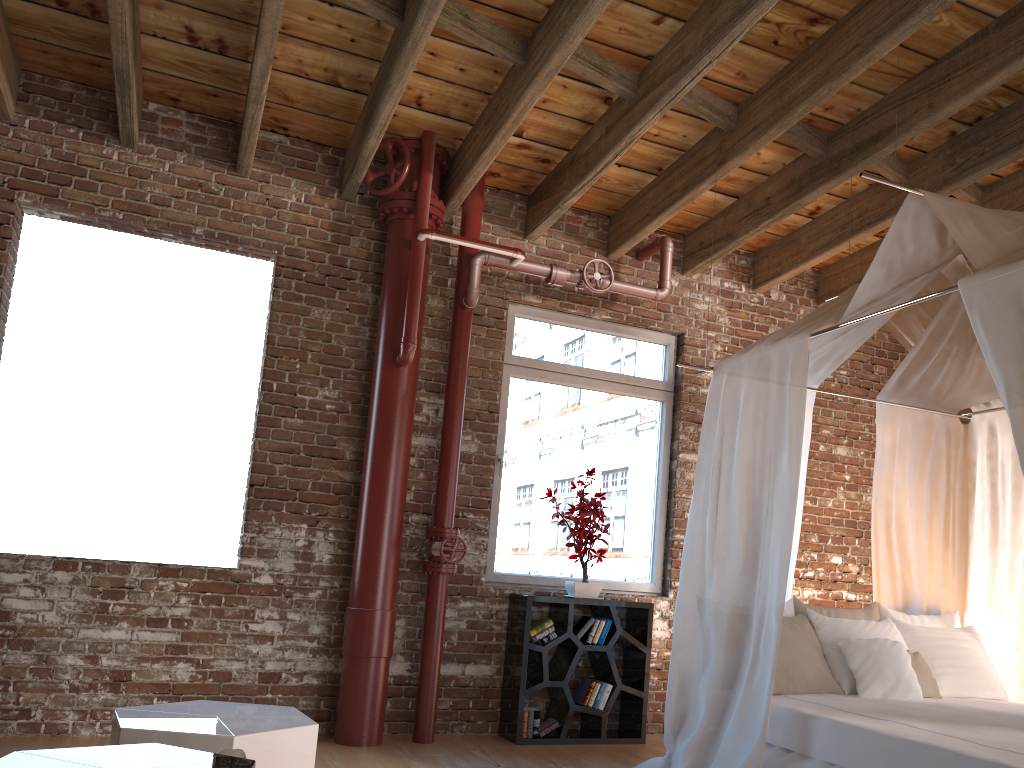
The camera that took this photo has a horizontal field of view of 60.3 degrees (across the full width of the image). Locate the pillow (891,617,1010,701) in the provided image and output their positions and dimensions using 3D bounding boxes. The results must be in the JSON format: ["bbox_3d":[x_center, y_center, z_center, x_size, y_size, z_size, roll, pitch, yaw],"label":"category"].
[{"bbox_3d":[2.384,1.506,4.780,0.634,0.428,0.293,8,-10,-21],"label":"pillow"}]

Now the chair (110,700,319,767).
[{"bbox_3d":[-0.898,1.226,2.587,0.524,0.485,0.637,-2,-12,32],"label":"chair"}]

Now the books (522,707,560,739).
[{"bbox_3d":[0.152,1.985,5.169,0.252,0.158,0.134,9,-10,-22],"label":"books"}]

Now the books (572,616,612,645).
[{"bbox_3d":[0.473,1.494,5.353,0.246,0.164,0.134,9,-10,-22],"label":"books"}]

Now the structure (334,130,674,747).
[{"bbox_3d":[-0.025,0.338,5.191,2.018,3.427,0.577,8,-8,-23],"label":"structure"}]

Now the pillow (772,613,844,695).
[{"bbox_3d":[1.292,1.331,4.320,0.619,0.410,0.358,9,-11,-24],"label":"pillow"}]

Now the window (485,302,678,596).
[{"bbox_3d":[0.465,0.443,5.793,1.358,1.829,0.168,8,-8,-22],"label":"window"}]

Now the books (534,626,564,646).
[{"bbox_3d":[0.213,1.498,5.242,0.158,0.113,0.134,8,-11,-21],"label":"books"}]

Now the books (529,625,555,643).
[{"bbox_3d":[0.161,1.478,5.222,0.155,0.108,0.134,8,-11,-21],"label":"books"}]

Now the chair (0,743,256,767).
[{"bbox_3d":[-0.876,1.075,1.875,0.605,0.485,0.551,0,-11,22],"label":"chair"}]

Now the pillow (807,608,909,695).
[{"bbox_3d":[1.838,1.383,4.551,0.618,0.399,0.349,9,-11,-24],"label":"pillow"}]

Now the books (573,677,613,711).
[{"bbox_3d":[0.491,1.871,5.325,0.205,0.179,0.134,8,-10,-21],"label":"books"}]

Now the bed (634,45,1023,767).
[{"bbox_3d":[2.236,0.034,3.941,2.520,3.840,2.674,8,-10,-21],"label":"bed"}]

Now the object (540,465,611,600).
[{"bbox_3d":[0.412,0.897,5.445,0.421,0.831,0.396,9,-9,-25],"label":"object"}]

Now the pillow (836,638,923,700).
[{"bbox_3d":[1.817,1.405,4.353,0.386,0.288,0.216,7,-9,-13],"label":"pillow"}]

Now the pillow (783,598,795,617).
[{"bbox_3d":[1.226,1.330,4.505,0.638,0.487,0.199,8,-9,-22],"label":"pillow"}]

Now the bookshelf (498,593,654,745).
[{"bbox_3d":[0.398,1.731,5.374,0.864,0.836,0.293,8,-9,-22],"label":"bookshelf"}]

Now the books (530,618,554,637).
[{"bbox_3d":[0.151,1.441,5.221,0.155,0.108,0.134,8,-11,-21],"label":"books"}]

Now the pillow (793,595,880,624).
[{"bbox_3d":[1.763,1.402,4.737,0.638,0.489,0.209,9,-9,-22],"label":"pillow"}]

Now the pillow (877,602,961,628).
[{"bbox_3d":[2.318,1.496,4.965,0.637,0.493,0.208,9,-9,-22],"label":"pillow"}]

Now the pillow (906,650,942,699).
[{"bbox_3d":[2.027,1.470,4.474,0.291,0.231,0.162,9,-10,-23],"label":"pillow"}]
